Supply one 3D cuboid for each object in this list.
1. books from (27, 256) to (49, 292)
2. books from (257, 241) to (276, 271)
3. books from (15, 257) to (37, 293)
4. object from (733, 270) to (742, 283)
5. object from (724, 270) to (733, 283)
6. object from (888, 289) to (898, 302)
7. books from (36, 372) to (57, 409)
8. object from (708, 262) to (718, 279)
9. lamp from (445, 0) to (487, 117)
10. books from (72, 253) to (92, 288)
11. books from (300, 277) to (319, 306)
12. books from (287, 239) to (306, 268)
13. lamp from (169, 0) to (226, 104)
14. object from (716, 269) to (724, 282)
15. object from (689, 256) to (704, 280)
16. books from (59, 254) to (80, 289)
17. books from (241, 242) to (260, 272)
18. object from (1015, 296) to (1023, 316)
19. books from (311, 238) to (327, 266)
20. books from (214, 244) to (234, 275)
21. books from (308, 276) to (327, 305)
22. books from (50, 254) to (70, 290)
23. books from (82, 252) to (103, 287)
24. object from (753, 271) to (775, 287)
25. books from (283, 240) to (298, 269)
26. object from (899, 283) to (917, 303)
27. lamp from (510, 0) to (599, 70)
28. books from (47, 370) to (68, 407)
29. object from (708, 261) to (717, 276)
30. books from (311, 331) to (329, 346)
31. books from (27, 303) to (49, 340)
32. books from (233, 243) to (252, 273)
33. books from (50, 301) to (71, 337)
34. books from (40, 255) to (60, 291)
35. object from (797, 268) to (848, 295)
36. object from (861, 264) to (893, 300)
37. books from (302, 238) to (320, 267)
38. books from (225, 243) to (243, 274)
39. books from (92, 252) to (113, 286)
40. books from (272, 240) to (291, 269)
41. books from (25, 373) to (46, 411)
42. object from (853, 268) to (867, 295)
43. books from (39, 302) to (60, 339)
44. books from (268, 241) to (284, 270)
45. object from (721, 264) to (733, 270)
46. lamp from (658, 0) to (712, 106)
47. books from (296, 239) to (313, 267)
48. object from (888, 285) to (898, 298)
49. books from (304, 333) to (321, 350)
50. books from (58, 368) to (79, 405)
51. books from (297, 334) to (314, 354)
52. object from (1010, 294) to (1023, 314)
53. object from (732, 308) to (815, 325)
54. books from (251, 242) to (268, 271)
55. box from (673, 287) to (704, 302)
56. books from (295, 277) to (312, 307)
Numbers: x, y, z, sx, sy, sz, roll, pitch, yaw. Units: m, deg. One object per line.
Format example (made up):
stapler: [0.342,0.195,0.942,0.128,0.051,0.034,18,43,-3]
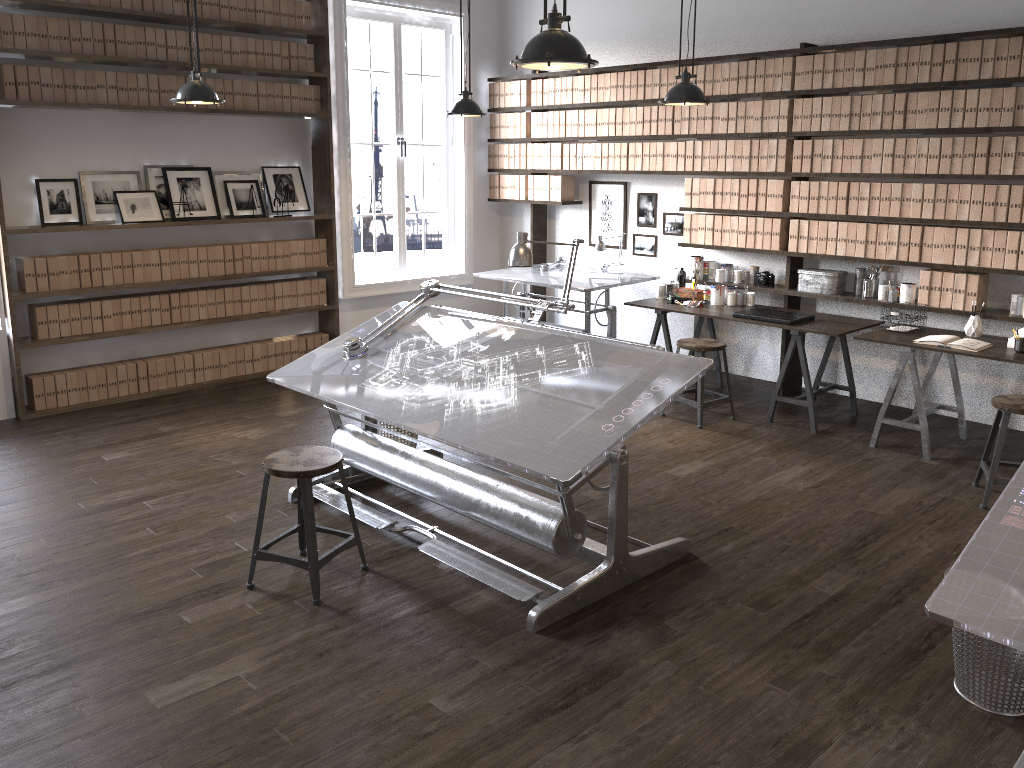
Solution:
books: [-3.183,-0.740,5.947,0.067,0.223,0.175,-11,16,-42]
books: [-1.966,-1.026,7.095,0.067,0.223,0.175,-11,16,-42]
books: [-3.238,-0.728,5.900,0.067,0.223,0.175,-11,16,-42]
object: [1.693,-0.803,6.641,0.062,0.093,0.062,8,14,31]
object: [1.633,-0.810,6.670,0.063,0.092,0.063,8,14,31]
object: [2.543,-0.590,5.818,0.181,0.092,0.062,-8,14,-29]
books: [-3.204,0.043,6.093,0.067,0.223,0.175,-11,16,-42]
object: [1.551,-0.875,6.832,0.070,0.129,0.071,-1,12,-6]
lamp: [-0.338,-3.074,6.320,0.311,2.230,0.315,6,13,25]
books: [-2.985,-0.786,6.134,0.067,0.223,0.175,-11,16,-42]
books: [-1.693,-0.777,7.414,0.067,0.223,0.175,-11,16,-42]
books: [-1.772,-1.070,7.270,0.067,0.223,0.175,-11,16,-42]
lamp: [-1.827,-2.728,4.932,0.311,2.230,0.315,6,13,25]
object: [1.575,-0.821,6.709,0.062,0.093,0.062,8,14,31]
object: [1.426,-0.898,6.851,0.108,0.175,0.107,-11,16,-41]
books: [-3.042,-0.775,6.088,0.067,0.223,0.175,-11,16,-42]
books: [-2.066,-1.001,6.996,0.067,0.223,0.175,-11,16,-42]
object: [3.024,-0.460,5.248,0.063,0.117,0.063,0,12,-3]
books: [-1.623,-1.104,7.408,0.067,0.223,0.175,-11,16,-42]
books: [-2.228,-0.965,6.850,0.067,0.223,0.175,-11,16,-42]
books: [-1.639,-0.788,7.459,0.067,0.223,0.175,-11,16,-42]
books: [-3.088,-0.763,6.042,0.067,0.223,0.175,-11,16,-42]
books: [-2.934,-0.800,6.189,0.067,0.223,0.175,-11,16,-42]
object: [1.834,-0.770,6.476,0.091,0.107,0.172,-12,18,-42]
books: [-1.821,-1.059,7.226,0.067,0.223,0.175,-11,16,-42]
object: [2.564,-0.587,5.738,0.094,0.127,0.095,-9,15,-36]
lamp: [0.151,-2.212,2.901,0.313,2.230,0.313,-5,12,-23]
books: [-3.150,0.032,6.138,0.067,0.223,0.175,-11,16,-42]
object: [1.559,-0.894,6.910,0.072,0.128,0.072,1,12,3]
books: [-1.634,-0.323,7.562,0.067,0.223,0.175,-11,16,-42]
books: [-3.206,-0.422,5.989,0.067,0.223,0.175,-11,16,-42]
books: [-2.120,-0.990,6.951,0.067,0.223,0.175,-11,16,-42]
books: [-3.103,-0.447,6.089,0.067,0.223,0.175,-11,16,-42]
books: [-3.131,-0.752,5.996,0.067,0.223,0.175,-11,16,-42]
object: [2.165,-0.717,6.187,0.194,0.151,0.319,-12,18,-43]
object: [2.432,-0.709,5.915,0.182,0.269,0.157,7,14,30]
books: [-1.675,-1.094,7.369,0.067,0.223,0.175,-11,16,-42]
books: [-2.171,-0.976,6.896,0.067,0.223,0.175,-11,16,-42]
books: [-2.880,-0.811,6.234,0.067,0.223,0.175,-11,16,-42]
books: [-1.868,-1.048,7.185,0.067,0.223,0.175,-11,16,-42]
books: [-3.256,0.055,6.047,0.067,0.223,0.175,-11,16,-42]
object: [2.390,-0.701,6.078,0.079,0.186,0.079,6,13,25]
books: [-3.153,-0.434,6.038,0.067,0.223,0.175,-11,16,-42]
books: [-1.913,-1.036,7.136,0.067,0.223,0.175,-11,16,-42]
object: [1.646,-0.854,6.792,0.094,0.127,0.096,-3,13,-13]
lamp: [1.010,-2.724,4.942,0.311,2.230,0.315,6,13,25]
books: [-1.724,-1.082,7.320,0.067,0.223,0.175,-11,16,-42]
object: [2.526,-0.604,5.859,0.062,0.092,0.064,2,12,8]
books: [-1.691,-0.310,7.513,0.067,0.223,0.175,-11,16,-42]
books: [-3.099,0.020,6.189,0.067,0.223,0.175,-11,16,-42]
books: [-1.740,-0.297,7.458,0.067,0.223,0.175,-11,16,-42]
object: [3.027,-0.477,5.313,0.062,0.118,0.062,0,12,-3]
object: [1.747,-0.454,5.918,0.313,0.033,0.448,-13,19,-42]
books: [-2.017,-1.014,7.047,0.067,0.223,0.175,-11,16,-42]
box: [1.336,-0.670,6.652,0.138,0.082,0.213,-12,19,-42]
books: [-1.745,-0.765,7.366,0.067,0.223,0.175,-11,16,-42]
